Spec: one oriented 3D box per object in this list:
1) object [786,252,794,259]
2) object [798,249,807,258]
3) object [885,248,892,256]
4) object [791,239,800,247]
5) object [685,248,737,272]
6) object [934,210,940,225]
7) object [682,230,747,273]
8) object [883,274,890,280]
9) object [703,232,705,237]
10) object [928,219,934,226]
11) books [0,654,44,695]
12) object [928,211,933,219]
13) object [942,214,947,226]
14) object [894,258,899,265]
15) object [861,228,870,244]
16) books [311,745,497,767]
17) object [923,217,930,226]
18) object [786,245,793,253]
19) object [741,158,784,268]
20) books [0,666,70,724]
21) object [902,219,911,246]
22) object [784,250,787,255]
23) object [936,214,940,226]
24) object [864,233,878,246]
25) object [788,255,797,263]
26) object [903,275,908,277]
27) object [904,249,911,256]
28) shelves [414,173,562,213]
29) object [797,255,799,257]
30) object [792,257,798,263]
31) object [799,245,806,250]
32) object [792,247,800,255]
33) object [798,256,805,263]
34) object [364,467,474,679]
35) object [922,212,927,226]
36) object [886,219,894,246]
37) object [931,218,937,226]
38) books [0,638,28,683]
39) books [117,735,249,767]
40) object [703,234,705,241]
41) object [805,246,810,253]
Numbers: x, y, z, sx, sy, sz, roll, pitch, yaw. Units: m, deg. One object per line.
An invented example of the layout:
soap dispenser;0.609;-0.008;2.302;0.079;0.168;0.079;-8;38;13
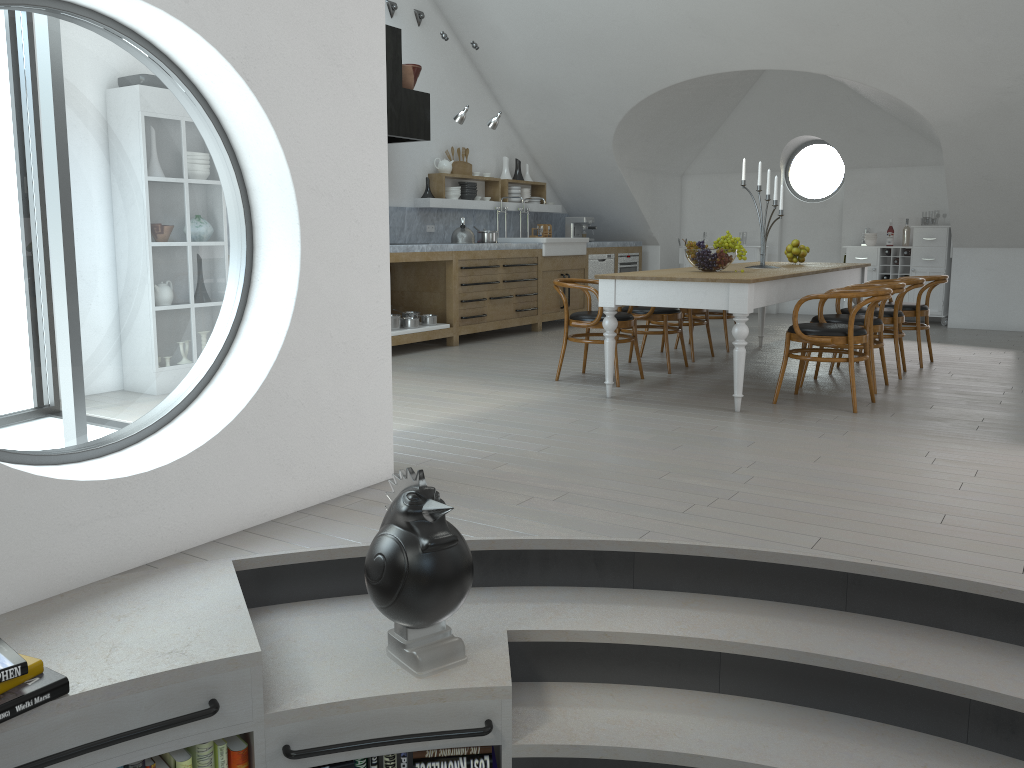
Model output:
object;2.377;-1.099;7.581;0.060;0.055;0.060;5;10;27
object;2.476;-1.111;7.548;0.071;0.072;0.071;0;9;-3
object;4.575;-1.598;10.737;0.093;0.094;0.360;6;11;33
object;2.430;-1.204;7.592;0.072;0.074;0.073;6;10;32
object;1.372;-0.853;6.119;0.360;0.159;0.361;2;10;13
object;5.054;-1.973;10.558;0.063;0.186;0.063;3;9;19
object;1.385;-0.911;6.085;0.394;0.283;0.293;0;9;-3
object;4.602;-1.294;10.765;0.156;0.085;0.332;6;11;33
object;2.591;-1.972;12.001;0.039;0.174;0.054;5;10;32
object;4.936;-1.906;10.465;0.077;0.085;0.077;7;11;40
books;-1.279;0.671;1.976;0.286;0.034;0.305;4;10;23
object;4.993;-1.972;10.576;0.054;0.178;0.054;4;9;27
object;5.075;-1.927;10.404;0.046;0.142;0.046;8;11;44
object;4.663;-1.480;10.703;0.085;0.085;0.332;6;11;32
object;4.426;-1.850;11.078;0.115;0.208;0.065;6;10;35
books;-0.357;1.081;2.504;0.665;0.167;0.241;-3;9;-16
object;4.867;-1.907;10.412;0.082;0.105;0.082;-3;9;-19
object;2.381;-1.157;7.598;0.066;0.071;0.073;0;9;2
object;1.942;-1.338;6.855;0.265;0.871;0.778;1;9;7
books;-1.279;0.707;1.980;0.366;0.042;0.389;6;11;32
object;4.733;-1.817;10.635;0.085;0.329;0.085;-1;8;-8
object;2.386;-1.138;7.660;0.062;0.059;0.062;7;11;37
object;5.003;-1.929;10.413;0.046;0.142;0.046;8;11;44
object;4.389;-1.765;10.844;0.158;0.159;0.154;-5;10;-29
object;2.420;-1.085;7.644;0.080;0.073;0.078;-2;9;-12
object;4.744;-1.274;10.667;0.081;0.080;0.359;5;11;30
object;4.745;-1.573;10.619;0.088;0.084;0.361;6;11;32
shelves;-0.839;-2.483;8.980;0.480;1.356;5.569;4;10;27
object;2.487;-1.134;7.654;0.076;0.076;0.077;0;9;0
object;2.423;-1.059;7.580;0.050;0.050;0.051;6;11;36
object;2.478;-1.161;7.575;0.053;0.057;0.058;-8;12;-42
object;2.415;-1.129;7.537;0.071;0.063;0.072;4;10;26
object;2.485;-1.072;7.611;0.063;0.063;0.064;8;12;43
object;-0.270;0.520;2.580;0.320;0.560;0.322;1;8;6
object;4.877;-1.952;10.488;0.048;0.169;0.048;-4;9;-24
object;4.585;-1.833;10.737;0.081;0.328;0.081;4;9;28
object;5.003;-1.921;10.513;0.071;0.098;0.071;7;11;41
books;-1.279;0.639;1.971;0.270;0.031;0.286;9;13;42
books;-1.198;1.089;2.059;1.149;0.297;0.273;-9;12;-42
object;2.602;-1.956;12.000;0.097;0.136;0.029;6;10;36
object;2.525;-1.150;7.608;0.063;0.063;0.062;-1;9;-5
